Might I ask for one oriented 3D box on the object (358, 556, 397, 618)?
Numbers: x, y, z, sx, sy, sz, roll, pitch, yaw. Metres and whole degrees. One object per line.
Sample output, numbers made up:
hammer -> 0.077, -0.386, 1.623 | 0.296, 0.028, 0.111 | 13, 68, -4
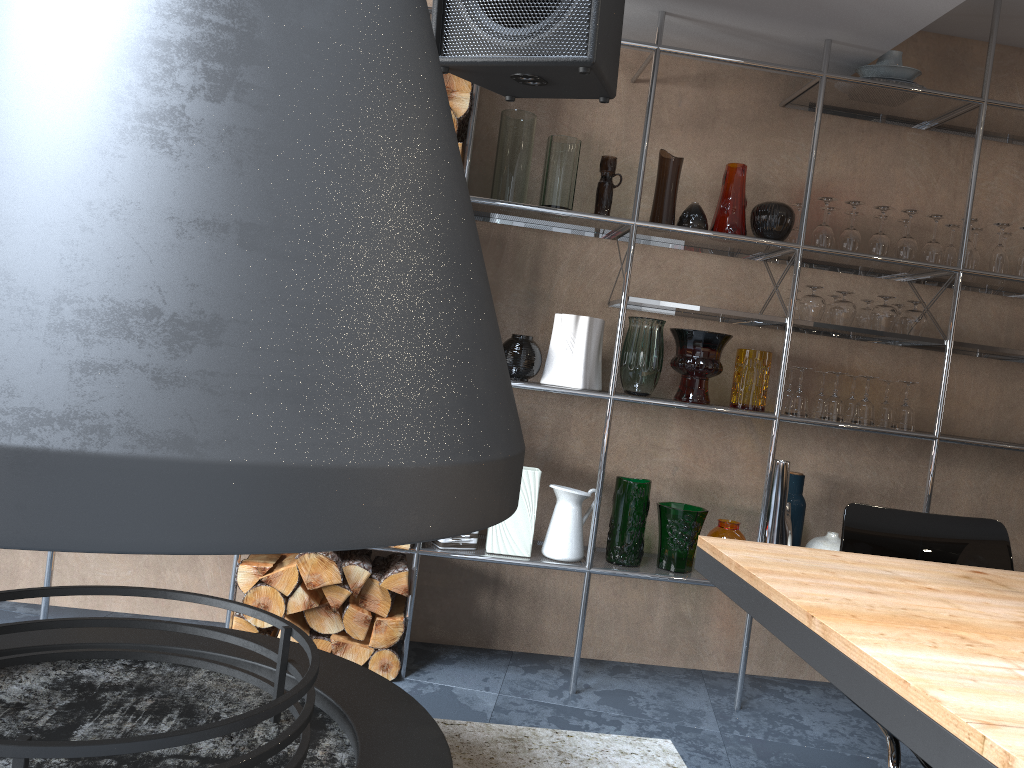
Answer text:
object -> -0.439, 0.680, 2.995 | 0.109, 0.135, 0.288 | 7, 1, -1

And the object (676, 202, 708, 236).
object -> 0.616, -0.562, 3.015 | 0.109, 0.109, 0.108 | 8, 2, 21

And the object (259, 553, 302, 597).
object -> -0.746, 0.607, 2.944 | 0.128, 0.107, 0.329 | 7, 1, -5

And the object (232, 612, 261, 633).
object -> -0.861, 0.766, 2.938 | 0.095, 0.088, 0.303 | 7, 1, -7

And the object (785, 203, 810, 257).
object -> 1.022, -0.551, 3.185 | 0.071, 0.184, 0.070 | 7, 2, -29

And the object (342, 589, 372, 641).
object -> -0.518, 0.744, 2.975 | 0.095, 0.135, 0.329 | 7, 1, -9

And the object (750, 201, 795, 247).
object -> 0.889, -0.548, 3.035 | 0.148, 0.149, 0.149 | 8, 2, 38

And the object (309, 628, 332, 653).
object -> -0.654, 0.857, 2.978 | 0.135, 0.114, 0.299 | 7, 1, -7

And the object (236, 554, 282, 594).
object -> -0.836, 0.625, 2.938 | 0.111, 0.121, 0.310 | 7, 1, -6

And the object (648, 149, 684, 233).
object -> 0.522, -0.654, 3.004 | 0.092, 0.268, 0.092 | 8, 1, 17

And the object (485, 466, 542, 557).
object -> 0.004, 0.422, 2.978 | 0.148, 0.287, 0.092 | 7, 1, -5

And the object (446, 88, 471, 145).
object -> -0.194, -0.875, 2.949 | 0.111, 0.121, 0.310 | 7, 1, -4

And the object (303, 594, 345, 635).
object -> -0.624, 0.746, 2.982 | 0.147, 0.118, 0.288 | 7, 1, -9

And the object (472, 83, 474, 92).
object -> -0.187, -1.064, 2.945 | 0.121, 0.107, 0.308 | 7, 1, -1

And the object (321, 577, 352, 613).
object -> -0.586, 0.673, 2.968 | 0.107, 0.098, 0.330 | 7, 2, -9

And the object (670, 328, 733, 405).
object -> 0.634, -0.057, 3.046 | 0.216, 0.244, 0.218 | 7, 1, -15

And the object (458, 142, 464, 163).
object -> -0.205, -0.732, 2.950 | 0.095, 0.088, 0.303 | 7, 1, -3

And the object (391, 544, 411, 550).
object -> -0.387, 0.463, 2.964 | 0.126, 0.112, 0.287 | 7, 1, -6

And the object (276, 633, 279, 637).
object -> -0.762, 0.858, 2.946 | 0.087, 0.095, 0.303 | 7, 1, -6

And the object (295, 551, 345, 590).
object -> -0.621, 0.581, 2.936 | 0.164, 0.128, 0.322 | 7, 1, -6

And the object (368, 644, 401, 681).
object -> -0.427, 0.892, 2.964 | 0.103, 0.110, 0.312 | 7, 1, -9

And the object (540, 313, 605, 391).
object -> 0.216, -0.108, 3.005 | 0.165, 0.241, 0.175 | 8, 2, 30

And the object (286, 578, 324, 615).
object -> -0.667, 0.676, 2.961 | 0.101, 0.110, 0.331 | 7, 1, -3

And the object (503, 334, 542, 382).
object -> 0.027, -0.087, 2.976 | 0.151, 0.154, 0.151 | 7, 1, -2

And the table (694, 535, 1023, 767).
table -> 3.406, 1.000, 1.713 | 5.998, 0.927, 1.185 | 7, 1, -5

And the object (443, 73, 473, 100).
object -> -0.197, -0.975, 2.961 | 0.135, 0.114, 0.299 | 7, 1, -3

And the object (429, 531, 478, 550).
object -> -0.183, 0.369, 2.975 | 0.139, 0.347, 0.140 | 7, 2, -25

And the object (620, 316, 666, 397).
object -> 0.442, -0.091, 3.016 | 0.142, 0.264, 0.144 | 8, 2, 25

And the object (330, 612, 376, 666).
object -> -0.531, 0.867, 3.017 | 0.154, 0.131, 0.428 | 7, 1, -5

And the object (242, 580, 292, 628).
object -> -0.791, 0.695, 2.923 | 0.143, 0.143, 0.286 | 7, 1, -6

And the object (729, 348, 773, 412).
object -> 0.825, -0.013, 3.063 | 0.120, 0.206, 0.120 | 9, 2, 42

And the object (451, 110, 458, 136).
object -> -0.251, -0.818, 2.925 | 0.143, 0.143, 0.286 | 7, 1, -5

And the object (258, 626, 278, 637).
object -> -0.851, 0.835, 2.966 | 0.126, 0.112, 0.287 | 7, 1, -6

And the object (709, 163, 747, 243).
object -> 0.749, -0.618, 3.023 | 0.126, 0.255, 0.127 | 8, 2, 38

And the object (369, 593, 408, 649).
object -> -0.411, 0.792, 2.986 | 0.110, 0.109, 0.321 | 7, 1, -5

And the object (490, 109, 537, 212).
object -> 0.004, -0.743, 2.961 | 0.122, 0.313, 0.122 | 8, 1, 15

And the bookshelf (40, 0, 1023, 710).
bookshelf -> 1.420, -1.962, 3.119 | 10.738, 6.219, 0.421 | 7, 1, -5

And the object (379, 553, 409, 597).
object -> -0.395, 0.632, 2.984 | 0.105, 0.105, 0.331 | 7, 1, -9

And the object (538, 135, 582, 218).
object -> 0.159, -0.693, 2.973 | 0.112, 0.253, 0.113 | 7, 1, -5

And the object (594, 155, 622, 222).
object -> 0.323, -0.653, 2.977 | 0.077, 0.215, 0.058 | 8, 1, 21

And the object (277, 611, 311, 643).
object -> -0.713, 0.773, 2.961 | 0.103, 0.098, 0.330 | 7, 1, -8

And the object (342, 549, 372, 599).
object -> -0.521, 0.615, 2.966 | 0.099, 0.131, 0.309 | 7, 1, -9
